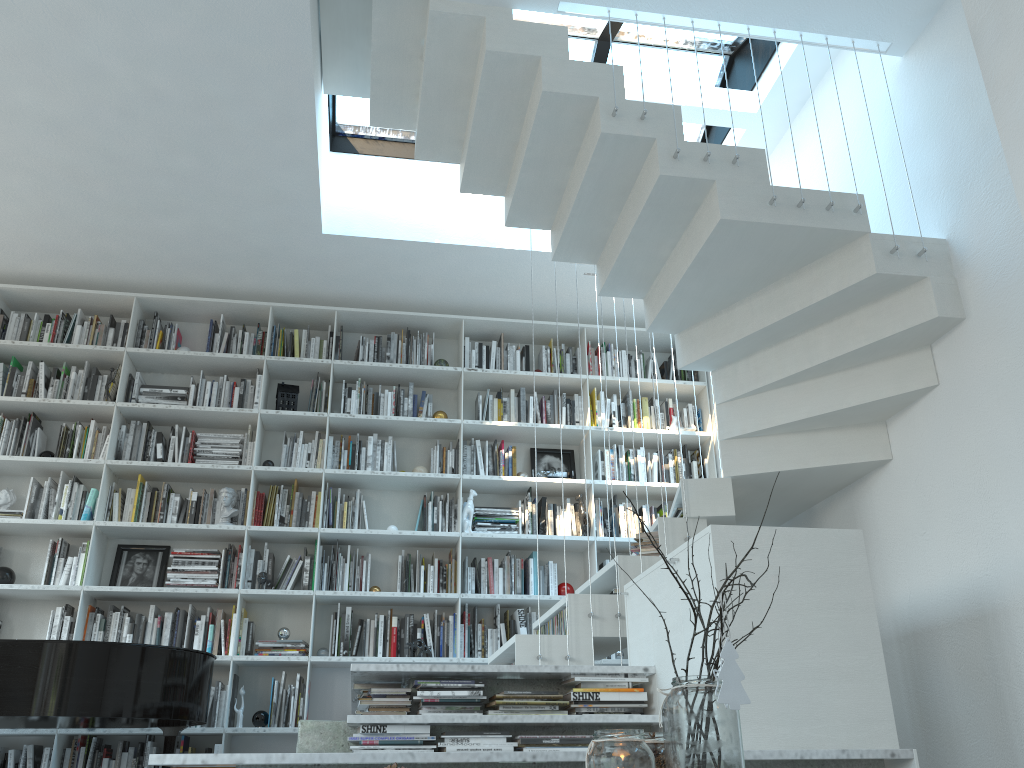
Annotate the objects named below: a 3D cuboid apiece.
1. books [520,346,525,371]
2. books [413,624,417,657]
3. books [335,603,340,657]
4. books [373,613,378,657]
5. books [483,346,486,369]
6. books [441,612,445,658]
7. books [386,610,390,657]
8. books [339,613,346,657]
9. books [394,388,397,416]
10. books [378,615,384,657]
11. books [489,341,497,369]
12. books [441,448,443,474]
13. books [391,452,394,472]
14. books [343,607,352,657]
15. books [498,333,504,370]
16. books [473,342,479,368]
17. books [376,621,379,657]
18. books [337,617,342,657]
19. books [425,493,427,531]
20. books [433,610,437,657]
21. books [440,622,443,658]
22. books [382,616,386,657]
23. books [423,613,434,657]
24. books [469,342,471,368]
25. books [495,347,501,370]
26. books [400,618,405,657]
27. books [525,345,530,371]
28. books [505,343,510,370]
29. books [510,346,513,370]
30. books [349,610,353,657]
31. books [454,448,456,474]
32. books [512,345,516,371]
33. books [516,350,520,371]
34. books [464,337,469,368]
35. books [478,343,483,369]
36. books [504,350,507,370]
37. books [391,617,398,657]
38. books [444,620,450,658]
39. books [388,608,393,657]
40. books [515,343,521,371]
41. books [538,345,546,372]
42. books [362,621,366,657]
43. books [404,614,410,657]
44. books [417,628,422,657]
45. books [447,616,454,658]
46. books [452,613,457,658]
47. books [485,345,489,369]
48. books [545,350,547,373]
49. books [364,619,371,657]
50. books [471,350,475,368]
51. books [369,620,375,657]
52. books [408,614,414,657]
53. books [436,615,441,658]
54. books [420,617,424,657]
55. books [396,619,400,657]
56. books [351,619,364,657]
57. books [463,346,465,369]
[{"bbox_3d":[0.070,-0.111,6.123,0.012,0.253,0.161,3,-24,-9],"label":"books"},{"bbox_3d":[-0.583,1.545,5.281,0.022,0.210,0.136,3,-24,-9],"label":"books"},{"bbox_3d":[-1.025,1.463,5.214,0.010,0.315,0.187,3,-24,-9],"label":"books"},{"bbox_3d":[-0.812,1.506,5.255,0.014,0.266,0.172,3,-24,-9],"label":"books"},{"bbox_3d":[-0.202,-0.122,6.064,0.024,0.230,0.169,3,-24,-9],"label":"books"},{"bbox_3d":[-0.420,1.528,5.334,0.012,0.281,0.144,3,-24,-9],"label":"books"},{"bbox_3d":[-0.739,1.505,5.277,0.012,0.284,0.160,3,-24,-9],"label":"books"},{"bbox_3d":[-0.994,1.493,5.207,0.023,0.255,0.179,3,-24,-9],"label":"books"},{"bbox_3d":[-0.776,0.175,5.866,0.010,0.270,0.121,3,-24,-9],"label":"books"},{"bbox_3d":[-0.779,1.510,5.247,0.025,0.251,0.182,3,-24,-9],"label":"books"},{"bbox_3d":[-0.140,-0.140,6.083,0.048,0.277,0.150,3,-24,-9],"label":"books"},{"bbox_3d":[-0.463,0.546,5.758,0.011,0.226,0.132,3,-24,-9],"label":"books"},{"bbox_3d":[-0.774,0.547,5.703,0.015,0.188,0.104,3,-24,-9],"label":"books"},{"bbox_3d":[-0.968,1.476,5.218,0.030,0.293,0.189,3,-24,-9],"label":"books"},{"bbox_3d":[-0.078,-0.165,6.095,0.014,0.330,0.181,3,-24,-9],"label":"books"},{"bbox_3d":[-0.252,-0.135,6.057,0.025,0.249,0.178,3,-24,-9],"label":"books"},{"bbox_3d":[-0.800,1.530,5.253,0.012,0.220,0.154,3,-24,-9],"label":"books"},{"bbox_3d":[-1.017,1.509,5.224,0.015,0.239,0.153,3,-24,-9],"label":"books"},{"bbox_3d":[-0.547,0.846,5.603,0.016,0.289,0.136,3,-24,-9],"label":"books"},{"bbox_3d":[-0.464,1.514,5.316,0.013,0.292,0.135,3,-24,-9],"label":"books"},{"bbox_3d":[-0.428,1.545,5.296,0.013,0.219,0.169,3,-24,-9],"label":"books"},{"bbox_3d":[-0.764,1.520,5.281,0.016,0.259,0.098,3,-24,-9],"label":"books"},{"bbox_3d":[-0.503,1.521,5.296,0.070,0.265,0.186,3,-24,-9],"label":"books"},{"bbox_3d":[-0.296,-0.137,6.068,0.014,0.263,0.140,3,-24,-9],"label":"books"},{"bbox_3d":[-0.102,-0.115,6.081,0.030,0.230,0.149,3,-24,-9],"label":"books"},{"bbox_3d":[-0.656,1.530,5.283,0.021,0.241,0.131,3,-24,-9],"label":"books"},{"bbox_3d":[0.093,-0.117,6.116,0.030,0.256,0.165,3,-24,-9],"label":"books"},{"bbox_3d":[-0.035,-0.129,6.091,0.014,0.261,0.169,3,-24,-9],"label":"books"},{"bbox_3d":[-0.018,-0.115,6.089,0.022,0.235,0.173,3,-24,-9],"label":"books"},{"bbox_3d":[-0.950,1.489,5.226,0.010,0.276,0.175,3,-24,-9],"label":"books"},{"bbox_3d":[-0.380,0.547,5.753,0.013,0.220,0.156,3,-24,-9],"label":"books"},{"bbox_3d":[0.002,-0.119,6.104,0.021,0.253,0.152,3,-24,-9],"label":"books"},{"bbox_3d":[0.027,-0.099,6.085,0.024,0.201,0.191,3,-24,-9],"label":"books"},{"bbox_3d":[-0.316,-0.155,6.063,0.028,0.293,0.151,3,-24,-9],"label":"books"},{"bbox_3d":[-0.226,-0.132,6.055,0.026,0.240,0.185,3,-24,-9],"label":"books"},{"bbox_3d":[-0.060,-0.103,6.097,0.030,0.219,0.133,3,-24,-9],"label":"books"},{"bbox_3d":[-0.703,1.518,5.257,0.031,0.243,0.185,3,-24,-9],"label":"books"},{"bbox_3d":[-0.396,1.541,5.298,0.025,0.227,0.176,3,-24,-9],"label":"books"},{"bbox_3d":[-0.724,1.493,5.261,0.012,0.291,0.176,3,-24,-9],"label":"books"},{"bbox_3d":[0.040,-0.123,6.127,0.012,0.278,0.153,3,-24,-9],"label":"books"},{"bbox_3d":[0.206,-0.114,6.123,0.019,0.255,0.170,3,-24,-9],"label":"books"},{"bbox_3d":[-0.876,1.524,5.232,0.011,0.216,0.176,3,-24,-9],"label":"books"},{"bbox_3d":[-0.631,1.516,5.276,0.026,0.261,0.174,3,-24,-9],"label":"books"},{"bbox_3d":[-0.559,1.558,5.273,0.025,0.180,0.170,3,-24,-9],"label":"books"},{"bbox_3d":[-0.372,1.532,5.313,0.026,0.257,0.157,3,-24,-9],"label":"books"},{"bbox_3d":[-0.348,1.527,5.320,0.025,0.271,0.172,3,-24,-9],"label":"books"},{"bbox_3d":[-0.180,-0.122,6.087,0.027,0.248,0.140,3,-24,-9],"label":"books"},{"bbox_3d":[0.219,-0.096,6.121,0.008,0.219,0.183,3,-24,-9],"label":"books"},{"bbox_3d":[-0.858,1.521,5.248,0.029,0.233,0.143,3,-24,-9],"label":"books"},{"bbox_3d":[-0.273,-0.110,6.029,0.022,0.181,0.190,3,-24,-9],"label":"books"},{"bbox_3d":[-0.831,1.524,5.247,0.024,0.227,0.160,3,-24,-9],"label":"books"},{"bbox_3d":[-0.607,1.520,5.286,0.026,0.262,0.170,3,-24,-9],"label":"books"},{"bbox_3d":[-0.447,1.529,5.314,0.021,0.263,0.150,3,-24,-9],"label":"books"},{"bbox_3d":[-0.542,1.529,5.291,0.012,0.248,0.165,3,-24,-9],"label":"books"},{"bbox_3d":[-0.678,1.528,5.273,0.025,0.236,0.157,3,-24,-9],"label":"books"},{"bbox_3d":[-0.913,1.515,5.228,0.065,0.230,0.162,3,-24,-9],"label":"books"},{"bbox_3d":[-0.341,-0.125,6.038,0.023,0.218,0.173,3,-24,-9],"label":"books"}]
